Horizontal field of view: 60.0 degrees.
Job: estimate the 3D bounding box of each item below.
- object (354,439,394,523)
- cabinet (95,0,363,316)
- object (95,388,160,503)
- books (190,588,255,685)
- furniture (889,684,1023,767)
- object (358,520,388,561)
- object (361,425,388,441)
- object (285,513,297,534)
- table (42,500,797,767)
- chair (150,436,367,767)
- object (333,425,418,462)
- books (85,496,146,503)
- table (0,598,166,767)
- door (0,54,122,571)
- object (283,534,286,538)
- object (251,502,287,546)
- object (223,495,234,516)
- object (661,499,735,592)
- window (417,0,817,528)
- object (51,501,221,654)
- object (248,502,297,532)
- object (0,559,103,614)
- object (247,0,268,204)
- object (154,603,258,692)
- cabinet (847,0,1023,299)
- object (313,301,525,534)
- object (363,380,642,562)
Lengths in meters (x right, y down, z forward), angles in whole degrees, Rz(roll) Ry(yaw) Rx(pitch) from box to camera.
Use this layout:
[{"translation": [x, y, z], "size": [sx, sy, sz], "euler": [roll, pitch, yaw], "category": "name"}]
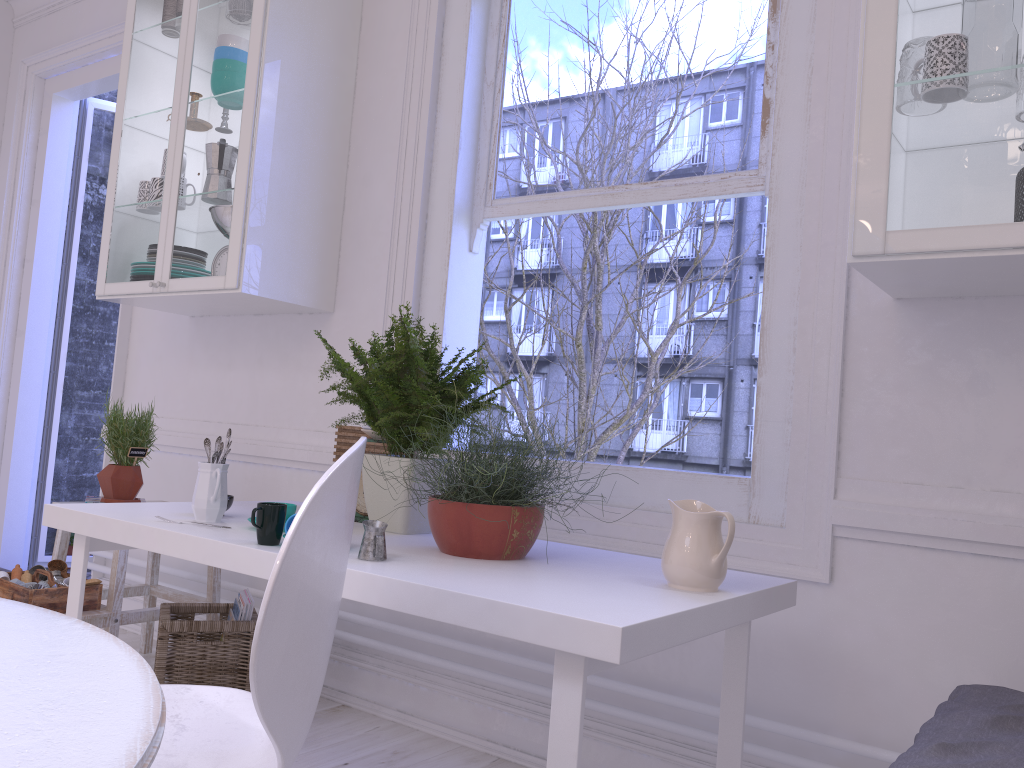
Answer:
[{"translation": [-0.318, 0.248, 2.261], "size": [0.159, 0.208, 0.185], "euler": [2, -4, 36], "category": "object"}, {"translation": [-1.012, -0.928, 3.136], "size": [0.823, 1.311, 0.425], "euler": [2, -4, 36], "category": "cabinet"}, {"translation": [-1.236, 0.196, 2.856], "size": [0.186, 0.367, 0.196], "euler": [5, -4, -9], "category": "object"}, {"translation": [-0.897, 0.782, 2.643], "size": [0.205, 0.306, 0.221], "euler": [6, -4, -21], "category": "books"}, {"translation": [0.149, 0.625, 0.121], "size": [0.769, 0.508, 3.296], "euler": [2, -4, 36], "category": "furniture"}, {"translation": [-0.244, 0.283, 1.599], "size": [0.066, 0.067, 0.052], "euler": [2, -4, 36], "category": "object"}, {"translation": [-0.306, 0.123, 2.280], "size": [0.163, 0.047, 0.164], "euler": [5, -4, -5], "category": "object"}, {"translation": [-0.387, 0.274, 1.696], "size": [0.069, 0.058, 0.080], "euler": [4, -4, 9], "category": "object"}, {"translation": [-0.281, 0.643, 1.894], "size": [1.514, 0.619, 0.736], "euler": [2, -4, 36], "category": "table"}, {"translation": [-0.456, 0.466, 1.072], "size": [0.483, 0.845, 0.604], "euler": [5, -4, -9], "category": "chair"}, {"translation": [-0.382, 0.240, 2.439], "size": [0.294, 0.237, 0.028], "euler": [2, -4, 36], "category": "object"}, {"translation": [-1.287, 0.383, 2.883], "size": [0.180, 0.007, 0.246], "euler": [6, -4, -24], "category": "books"}, {"translation": [-0.825, 0.507, 0.471], "size": [1.140, 0.629, 1.140], "euler": [6, -4, -26], "category": "table"}, {"translation": [-1.754, -0.248, 4.534], "size": [1.009, 2.474, 1.021], "euler": [2, -4, 36], "category": "door"}, {"translation": [-0.375, 0.301, 1.689], "size": [0.121, 0.021, 0.121], "euler": [5, -4, -14], "category": "object"}, {"translation": [-0.465, 0.265, 1.679], "size": [0.070, 0.077, 0.055], "euler": [6, -4, -29], "category": "object"}, {"translation": [-0.700, 0.286, 2.095], "size": [0.079, 0.048, 0.082], "euler": [5, -4, -5], "category": "object"}, {"translation": [0.331, 0.285, 1.572], "size": [0.127, 0.152, 0.115], "euler": [3, -4, 18], "category": "object"}, {"translation": [0.282, -0.553, 2.589], "size": [1.234, 1.782, 0.181], "euler": [2, -4, 36], "category": "window"}, {"translation": [-1.283, 0.661, 2.808], "size": [0.418, 0.534, 0.599], "euler": [2, -4, 36], "category": "object"}, {"translation": [-0.509, 0.287, 1.919], "size": [0.121, 0.055, 0.121], "euler": [5, -4, -14], "category": "object"}, {"translation": [-1.387, 0.602, 2.634], "size": [0.358, 0.110, 0.211], "euler": [2, -4, 38], "category": "object"}, {"translation": [-1.000, -0.926, 3.154], "size": [0.811, 0.651, 0.376], "euler": [2, -4, 36], "category": "object"}, {"translation": [-0.912, 0.814, 2.637], "size": [0.276, 0.270, 0.276], "euler": [6, -4, -21], "category": "object"}, {"translation": [1.117, -0.851, 1.612], "size": [0.823, 1.311, 0.425], "euler": [2, -4, 36], "category": "cabinet"}, {"translation": [-0.255, 0.081, 2.093], "size": [0.438, 0.527, 0.368], "euler": [2, -4, 36], "category": "object"}, {"translation": [-0.028, 0.180, 1.801], "size": [0.531, 0.367, 0.668], "euler": [7, -4, -30], "category": "object"}]
